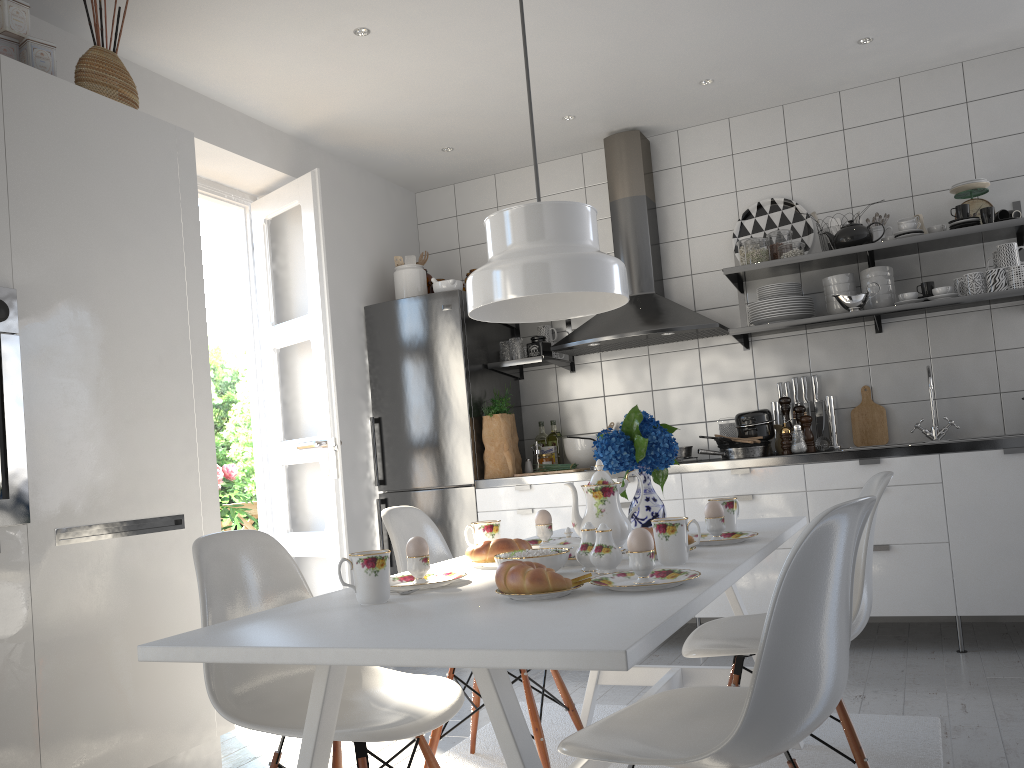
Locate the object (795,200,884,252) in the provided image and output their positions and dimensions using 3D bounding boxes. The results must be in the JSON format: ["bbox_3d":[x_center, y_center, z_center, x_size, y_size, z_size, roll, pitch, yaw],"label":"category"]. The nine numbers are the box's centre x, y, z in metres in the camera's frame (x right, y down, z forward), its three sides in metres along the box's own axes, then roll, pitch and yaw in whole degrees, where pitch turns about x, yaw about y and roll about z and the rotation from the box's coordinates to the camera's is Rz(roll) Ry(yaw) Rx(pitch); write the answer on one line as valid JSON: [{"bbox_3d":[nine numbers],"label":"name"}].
[{"bbox_3d":[1.564,-0.722,4.200,0.378,0.278,0.198,-6,-4,7],"label":"object"}]

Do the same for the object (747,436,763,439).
[{"bbox_3d":[1.066,0.265,4.130,0.065,0.021,0.337,-4,-5,-12],"label":"object"}]

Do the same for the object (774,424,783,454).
[{"bbox_3d":[1.325,0.261,4.262,0.115,0.144,0.128,-3,-4,-27],"label":"object"}]

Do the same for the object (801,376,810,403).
[{"bbox_3d":[1.430,0.027,4.320,0.033,0.132,0.022,-7,-3,29],"label":"object"}]

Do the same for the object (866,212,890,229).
[{"bbox_3d":[1.715,-0.708,4.140,0.105,0.203,0.077,-6,-4,23],"label":"object"}]

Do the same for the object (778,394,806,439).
[{"bbox_3d":[1.324,0.184,4.162,0.124,0.282,0.061,-7,-4,30],"label":"object"}]

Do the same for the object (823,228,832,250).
[{"bbox_3d":[1.521,-0.669,4.250,0.023,0.186,0.081,-5,-3,-2],"label":"object"}]

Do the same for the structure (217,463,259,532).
[{"bbox_3d":[-2.179,0.944,5.441,1.264,1.277,1.176,-7,-4,26],"label":"structure"}]

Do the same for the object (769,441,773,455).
[{"bbox_3d":[1.240,0.313,4.323,0.066,0.067,0.053,-4,-4,-15],"label":"object"}]

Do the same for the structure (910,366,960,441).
[{"bbox_3d":[1.926,0.091,3.997,0.189,0.352,0.275,-5,-4,1],"label":"structure"}]

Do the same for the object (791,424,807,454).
[{"bbox_3d":[1.301,0.248,4.030,0.069,0.135,0.069,-5,-3,5],"label":"object"}]

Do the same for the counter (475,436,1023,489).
[{"bbox_3d":[1.417,0.327,4.024,3.244,0.045,0.651,-7,-6,25],"label":"counter"}]

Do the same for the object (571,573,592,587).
[{"bbox_3d":[0.083,0.355,1.569,0.109,0.036,0.070,-3,-5,-17],"label":"object"}]

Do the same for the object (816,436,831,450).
[{"bbox_3d":[1.491,0.284,4.244,0.069,0.068,0.029,-7,-4,30],"label":"object"}]

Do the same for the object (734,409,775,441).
[{"bbox_3d":[1.144,0.200,4.182,0.190,0.159,0.198,-4,-4,-14],"label":"object"}]

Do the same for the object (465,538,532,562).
[{"bbox_3d":[-0.027,0.393,2.104,0.161,0.057,0.124,-4,-5,-11],"label":"object"}]

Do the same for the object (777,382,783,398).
[{"bbox_3d":[1.325,0.049,4.369,0.028,0.114,0.019,-6,-3,20],"label":"object"}]

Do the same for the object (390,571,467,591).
[{"bbox_3d":[-0.193,0.414,1.851,0.200,0.016,0.201,-3,-6,-20],"label":"object"}]

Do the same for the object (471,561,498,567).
[{"bbox_3d":[-0.020,0.423,2.119,0.158,0.016,0.158,-4,-5,-5],"label":"object"}]

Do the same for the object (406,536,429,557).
[{"bbox_3d":[-0.198,0.350,1.854,0.048,0.063,0.048,-7,-4,29],"label":"object"}]

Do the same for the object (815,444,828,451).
[{"bbox_3d":[1.459,0.300,4.185,0.072,0.031,0.070,-7,-5,25],"label":"object"}]

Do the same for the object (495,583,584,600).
[{"bbox_3d":[0.049,0.367,1.570,0.158,0.016,0.158,-4,-5,-5],"label":"object"}]

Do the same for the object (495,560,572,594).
[{"bbox_3d":[0.030,0.340,1.576,0.124,0.057,0.161,-4,-5,-11],"label":"object"}]

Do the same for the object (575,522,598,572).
[{"bbox_3d":[0.165,0.341,1.863,0.069,0.102,0.065,-7,-4,25],"label":"object"}]

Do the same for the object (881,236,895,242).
[{"bbox_3d":[1.710,-0.637,3.998,0.079,0.047,0.082,-5,-5,-1],"label":"object"}]

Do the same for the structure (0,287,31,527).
[{"bbox_3d":[-1.483,0.059,2.121,0.322,0.608,0.727,-7,-5,24],"label":"structure"}]

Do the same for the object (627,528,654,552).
[{"bbox_3d":[0.230,0.288,1.586,0.048,0.063,0.048,-7,-4,29],"label":"object"}]

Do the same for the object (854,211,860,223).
[{"bbox_3d":[1.616,-0.703,4.203,0.086,0.226,0.027,-5,-3,8],"label":"object"}]

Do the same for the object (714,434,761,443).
[{"bbox_3d":[1.038,0.254,4.105,0.059,0.060,0.335,-4,-5,-18],"label":"object"}]

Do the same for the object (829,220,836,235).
[{"bbox_3d":[1.558,-0.690,4.252,0.028,0.220,0.101,-5,-3,-4],"label":"object"}]

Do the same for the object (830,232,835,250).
[{"bbox_3d":[1.534,-0.663,4.228,0.022,0.167,0.125,-6,-4,10],"label":"object"}]

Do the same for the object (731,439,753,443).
[{"bbox_3d":[1.023,0.261,4.100,0.064,0.044,0.336,-4,-5,-9],"label":"object"}]

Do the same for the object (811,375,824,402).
[{"bbox_3d":[1.481,0.020,4.296,0.046,0.132,0.022,-7,-3,28],"label":"object"}]

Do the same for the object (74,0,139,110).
[{"bbox_3d":[-1.266,-1.039,2.757,0.091,0.451,0.229,-6,-4,25],"label":"object"}]

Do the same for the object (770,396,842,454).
[{"bbox_3d":[1.425,0.203,4.321,0.322,0.260,0.067,-7,-4,25],"label":"object"}]

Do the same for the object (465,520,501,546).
[{"bbox_3d":[-0.066,0.402,2.281,0.078,0.095,0.091,-7,-4,23],"label":"object"}]

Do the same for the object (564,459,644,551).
[{"bbox_3d":[0.233,0.302,2.211,0.149,0.230,0.140,-8,-5,43],"label":"object"}]

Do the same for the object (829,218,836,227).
[{"bbox_3d":[1.560,-0.695,4.272,0.029,0.232,0.063,-6,-3,13],"label":"object"}]

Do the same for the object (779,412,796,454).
[{"bbox_3d":[1.277,0.227,4.093,0.081,0.192,0.058,-6,-3,14],"label":"object"}]

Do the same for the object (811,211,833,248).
[{"bbox_3d":[1.479,-0.702,4.189,0.113,0.249,0.021,-7,-4,29],"label":"object"}]

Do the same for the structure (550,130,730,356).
[{"bbox_3d":[0.594,-0.752,4.519,0.870,1.090,0.472,-7,-4,25],"label":"structure"}]

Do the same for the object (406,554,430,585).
[{"bbox_3d":[-0.195,0.387,1.852,0.048,0.057,0.048,-3,-4,-25],"label":"object"}]

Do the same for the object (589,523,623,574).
[{"bbox_3d":[0.189,0.333,1.800,0.069,0.102,0.065,-7,-4,25],"label":"object"}]

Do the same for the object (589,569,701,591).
[{"bbox_3d":[0.236,0.352,1.582,0.201,0.016,0.201,-9,-7,39],"label":"object"}]

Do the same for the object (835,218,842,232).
[{"bbox_3d":[1.587,-0.696,4.253,0.025,0.226,0.086,-5,-3,-6],"label":"object"}]

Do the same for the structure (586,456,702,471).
[{"bbox_3d":[0.652,0.389,4.369,0.468,0.029,0.490,-7,-6,24],"label":"structure"}]

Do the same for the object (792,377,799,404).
[{"bbox_3d":[1.391,0.032,4.338,0.033,0.132,0.022,-7,-3,29],"label":"object"}]

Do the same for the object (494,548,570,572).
[{"bbox_3d":[0.043,0.371,1.842,0.158,0.058,0.158,-6,-5,15],"label":"object"}]

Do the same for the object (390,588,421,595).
[{"bbox_3d":[-0.242,0.411,1.749,0.140,0.011,0.032,-7,-5,21],"label":"object"}]

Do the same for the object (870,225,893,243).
[{"bbox_3d":[1.721,-0.668,4.125,0.084,0.130,0.084,-5,-4,3],"label":"object"}]

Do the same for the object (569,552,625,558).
[{"bbox_3d":[0.159,0.378,1.940,0.180,0.001,0.022,-5,-5,-1],"label":"object"}]

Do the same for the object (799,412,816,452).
[{"bbox_3d":[1.358,0.222,4.078,0.058,0.184,0.059,-3,-4,-37],"label":"object"}]

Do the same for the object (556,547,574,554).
[{"bbox_3d":[0.090,0.347,1.812,0.031,0.032,0.138,-3,-5,-21],"label":"object"}]

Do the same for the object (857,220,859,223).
[{"bbox_3d":[1.599,-0.682,4.163,0.090,0.180,0.023,-5,-3,-2],"label":"object"}]

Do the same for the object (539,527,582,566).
[{"bbox_3d":[0.131,0.366,2.008,0.187,0.083,0.140,-7,-5,25],"label":"object"}]

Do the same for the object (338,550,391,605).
[{"bbox_3d":[-0.268,0.363,1.658,0.091,0.095,0.078,-6,-4,11],"label":"object"}]

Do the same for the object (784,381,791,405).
[{"bbox_3d":[1.357,0.045,4.355,0.028,0.114,0.019,-6,-3,20],"label":"object"}]
